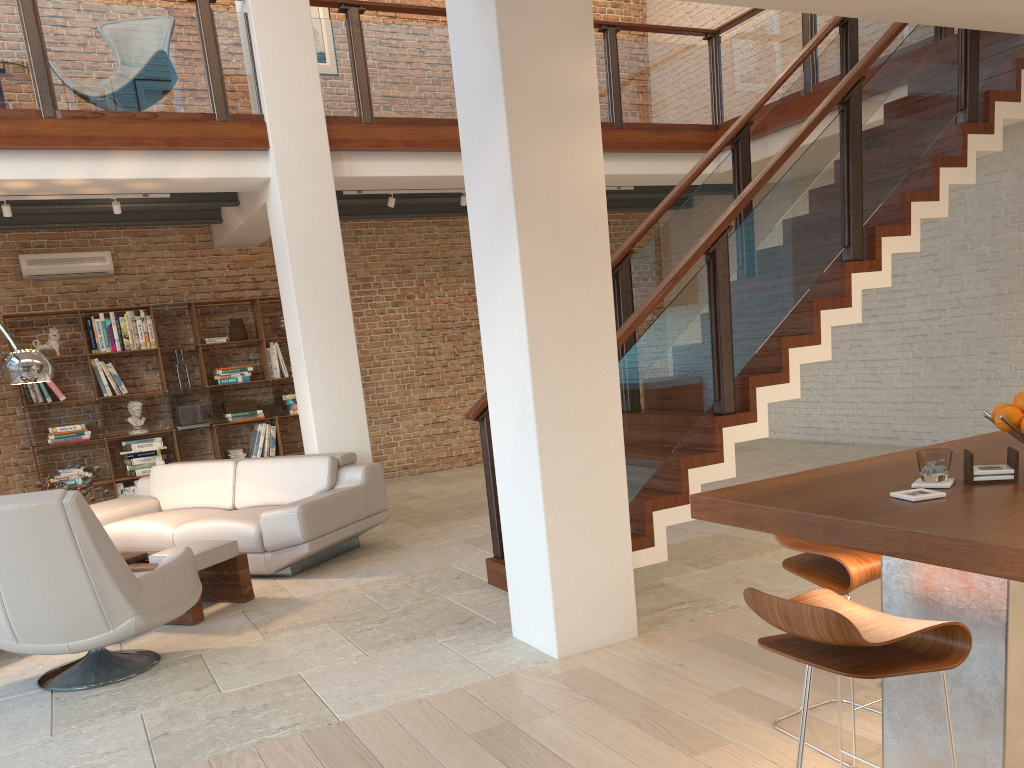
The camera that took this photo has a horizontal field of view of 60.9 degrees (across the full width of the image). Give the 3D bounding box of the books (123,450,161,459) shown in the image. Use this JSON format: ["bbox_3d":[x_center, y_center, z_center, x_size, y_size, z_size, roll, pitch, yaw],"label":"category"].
[{"bbox_3d":[-3.837,0.724,9.036,0.321,0.057,0.252,-8,3,-32],"label":"books"}]

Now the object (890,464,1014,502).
[{"bbox_3d":[1.151,0.257,2.323,0.391,0.036,0.195,-7,3,-22],"label":"object"}]

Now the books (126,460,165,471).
[{"bbox_3d":[-3.824,0.844,9.094,0.358,0.057,0.279,-7,3,-24],"label":"books"}]

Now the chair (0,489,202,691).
[{"bbox_3d":[-2.145,0.974,4.271,1.023,1.045,0.949,-7,8,-10],"label":"chair"}]

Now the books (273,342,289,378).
[{"bbox_3d":[-2.554,-0.261,9.565,0.100,0.395,0.240,-12,11,-27],"label":"books"}]

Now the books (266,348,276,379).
[{"bbox_3d":[-2.657,-0.219,9.496,0.055,0.339,0.250,-12,11,-27],"label":"books"}]

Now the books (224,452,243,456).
[{"bbox_3d":[-3.030,0.759,9.488,0.160,0.017,0.249,-7,3,-27],"label":"books"}]

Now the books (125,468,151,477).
[{"bbox_3d":[-3.808,0.904,9.090,0.374,0.066,0.242,-8,3,-32],"label":"books"}]

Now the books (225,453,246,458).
[{"bbox_3d":[-3.016,0.775,9.510,0.168,0.019,0.234,-8,3,-34],"label":"books"}]

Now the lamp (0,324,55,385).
[{"bbox_3d":[-3.981,0.407,5.978,2.037,2.419,0.307,-4,12,10],"label":"lamp"}]

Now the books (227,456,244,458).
[{"bbox_3d":[-3.017,0.789,9.504,0.154,0.008,0.240,-7,3,-32],"label":"books"}]

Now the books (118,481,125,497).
[{"bbox_3d":[-4.032,1.204,9.054,0.036,0.394,0.240,-12,11,-27],"label":"books"}]

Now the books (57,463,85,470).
[{"bbox_3d":[-4.441,0.830,8.779,0.249,0.017,0.160,-7,3,-26],"label":"books"}]

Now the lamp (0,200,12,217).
[{"bbox_3d":[-3.803,-1.314,6.560,0.060,0.132,0.084,-11,11,-25],"label":"lamp"}]

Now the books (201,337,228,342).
[{"bbox_3d":[-3.131,-0.470,9.164,0.233,0.019,0.169,-8,3,-33],"label":"books"}]

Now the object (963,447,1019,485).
[{"bbox_3d":[1.282,0.218,2.336,0.115,0.084,0.091,-4,7,18],"label":"object"}]

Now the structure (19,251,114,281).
[{"bbox_3d":[-4.384,-1.168,8.600,0.803,0.225,0.197,-7,8,-26],"label":"structure"}]

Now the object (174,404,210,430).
[{"bbox_3d":[-3.389,0.339,9.187,0.331,0.239,0.280,-9,7,-26],"label":"object"}]

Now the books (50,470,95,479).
[{"bbox_3d":[-4.430,0.910,8.786,0.373,0.019,0.242,-8,3,-34],"label":"books"}]

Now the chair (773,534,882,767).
[{"bbox_3d":[1.118,0.805,2.917,0.399,0.797,0.415,-11,11,-26],"label":"chair"}]

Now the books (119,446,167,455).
[{"bbox_3d":[-3.832,0.684,9.046,0.439,0.021,0.269,-7,3,-26],"label":"books"}]

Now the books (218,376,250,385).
[{"bbox_3d":[-2.985,-0.038,9.360,0.324,0.057,0.250,-7,3,-16],"label":"books"}]

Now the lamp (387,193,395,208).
[{"bbox_3d":[-1.090,-1.651,7.873,0.086,0.133,0.057,0,12,33],"label":"lamp"}]

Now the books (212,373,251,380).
[{"bbox_3d":[-3.011,-0.082,9.348,0.375,0.037,0.241,-7,3,-26],"label":"books"}]

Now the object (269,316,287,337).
[{"bbox_3d":[-2.423,-0.628,9.533,0.440,0.225,0.423,-5,5,15],"label":"object"}]

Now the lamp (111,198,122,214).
[{"bbox_3d":[-3.129,-1.405,6.896,0.060,0.119,0.093,-10,9,-20],"label":"lamp"}]

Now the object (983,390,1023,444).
[{"bbox_3d":[1.521,0.118,2.434,0.364,0.228,0.356,-3,6,29],"label":"object"}]

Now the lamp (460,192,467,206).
[{"bbox_3d":[-0.453,-1.730,8.184,0.060,0.132,0.084,-11,11,-25],"label":"lamp"}]

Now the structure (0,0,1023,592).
[{"bbox_3d":[0.761,-0.927,3.699,10.028,4.251,13.694,-8,4,-27],"label":"structure"}]

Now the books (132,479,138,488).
[{"bbox_3d":[-3.889,1.184,9.131,0.078,0.396,0.240,-12,11,-27],"label":"books"}]

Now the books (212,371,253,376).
[{"bbox_3d":[-2.996,-0.112,9.340,0.373,0.019,0.242,-8,3,-34],"label":"books"}]

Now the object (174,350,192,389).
[{"bbox_3d":[-3.428,-0.154,9.063,0.120,0.410,0.060,-11,13,-23],"label":"object"}]

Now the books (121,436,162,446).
[{"bbox_3d":[-3.845,0.590,9.039,0.375,0.037,0.241,-7,3,-26],"label":"books"}]

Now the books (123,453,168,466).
[{"bbox_3d":[-3.812,0.783,9.071,0.372,0.066,0.243,-8,4,-39],"label":"books"}]

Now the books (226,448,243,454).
[{"bbox_3d":[-3.023,0.732,9.492,0.130,0.035,0.204,-8,3,-32],"label":"books"}]

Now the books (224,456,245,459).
[{"bbox_3d":[-3.025,0.803,9.498,0.160,0.017,0.250,-7,3,-32],"label":"books"}]

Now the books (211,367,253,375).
[{"bbox_3d":[-2.993,-0.140,9.328,0.374,0.037,0.242,-8,3,-33],"label":"books"}]

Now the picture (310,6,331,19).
[{"bbox_3d":[-2.373,-3.929,9.252,0.902,1.231,0.027,-10,13,-25],"label":"picture"}]

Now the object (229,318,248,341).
[{"bbox_3d":[-2.910,-0.571,9.248,0.193,0.239,0.188,-3,9,21],"label":"object"}]

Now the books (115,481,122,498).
[{"bbox_3d":[-4.057,1.208,9.025,0.036,0.394,0.240,-12,11,-27],"label":"books"}]

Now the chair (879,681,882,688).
[{"bbox_3d":[1.594,0.745,3.148,0.399,0.797,0.415,-11,11,-26],"label":"chair"}]

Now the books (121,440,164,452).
[{"bbox_3d":[-3.837,0.641,9.056,0.374,0.066,0.242,-8,3,-32],"label":"books"}]

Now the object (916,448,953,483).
[{"bbox_3d":[1.136,0.220,2.346,0.091,0.087,0.089,-7,7,-12],"label":"object"}]

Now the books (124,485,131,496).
[{"bbox_3d":[-3.984,1.226,9.073,0.057,0.339,0.250,-12,11,-27],"label":"books"}]

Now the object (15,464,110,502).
[{"bbox_3d":[-2.780,0.794,5.490,0.316,0.624,0.527,1,11,34],"label":"object"}]

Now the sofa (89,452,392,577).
[{"bbox_3d":[-2.228,1.003,6.758,2.337,0.778,1.111,-4,6,23],"label":"sofa"}]

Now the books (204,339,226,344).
[{"bbox_3d":[-3.120,-0.445,9.166,0.203,0.035,0.131,-7,3,-26],"label":"books"}]

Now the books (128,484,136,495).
[{"bbox_3d":[-3.932,1.219,9.092,0.055,0.339,0.250,-12,11,-27],"label":"books"}]

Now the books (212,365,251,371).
[{"bbox_3d":[-3.007,-0.168,9.338,0.351,0.021,0.269,-7,3,-28],"label":"books"}]

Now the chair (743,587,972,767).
[{"bbox_3d":[0.828,0.865,2.185,0.417,0.797,0.397,-11,11,-26],"label":"chair"}]

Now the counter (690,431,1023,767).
[{"bbox_3d":[1.890,0.686,1.961,1.665,0.944,2.467,-8,4,-27],"label":"counter"}]

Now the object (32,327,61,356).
[{"bbox_3d":[-4.519,-0.404,8.471,0.249,0.291,0.127,-8,11,-18],"label":"object"}]

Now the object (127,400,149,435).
[{"bbox_3d":[-3.870,0.340,8.973,0.195,0.360,0.188,-8,10,-11],"label":"object"}]

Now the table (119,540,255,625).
[{"bbox_3d":[-2.996,1.310,5.296,2.212,0.441,1.917,-5,3,24],"label":"table"}]
